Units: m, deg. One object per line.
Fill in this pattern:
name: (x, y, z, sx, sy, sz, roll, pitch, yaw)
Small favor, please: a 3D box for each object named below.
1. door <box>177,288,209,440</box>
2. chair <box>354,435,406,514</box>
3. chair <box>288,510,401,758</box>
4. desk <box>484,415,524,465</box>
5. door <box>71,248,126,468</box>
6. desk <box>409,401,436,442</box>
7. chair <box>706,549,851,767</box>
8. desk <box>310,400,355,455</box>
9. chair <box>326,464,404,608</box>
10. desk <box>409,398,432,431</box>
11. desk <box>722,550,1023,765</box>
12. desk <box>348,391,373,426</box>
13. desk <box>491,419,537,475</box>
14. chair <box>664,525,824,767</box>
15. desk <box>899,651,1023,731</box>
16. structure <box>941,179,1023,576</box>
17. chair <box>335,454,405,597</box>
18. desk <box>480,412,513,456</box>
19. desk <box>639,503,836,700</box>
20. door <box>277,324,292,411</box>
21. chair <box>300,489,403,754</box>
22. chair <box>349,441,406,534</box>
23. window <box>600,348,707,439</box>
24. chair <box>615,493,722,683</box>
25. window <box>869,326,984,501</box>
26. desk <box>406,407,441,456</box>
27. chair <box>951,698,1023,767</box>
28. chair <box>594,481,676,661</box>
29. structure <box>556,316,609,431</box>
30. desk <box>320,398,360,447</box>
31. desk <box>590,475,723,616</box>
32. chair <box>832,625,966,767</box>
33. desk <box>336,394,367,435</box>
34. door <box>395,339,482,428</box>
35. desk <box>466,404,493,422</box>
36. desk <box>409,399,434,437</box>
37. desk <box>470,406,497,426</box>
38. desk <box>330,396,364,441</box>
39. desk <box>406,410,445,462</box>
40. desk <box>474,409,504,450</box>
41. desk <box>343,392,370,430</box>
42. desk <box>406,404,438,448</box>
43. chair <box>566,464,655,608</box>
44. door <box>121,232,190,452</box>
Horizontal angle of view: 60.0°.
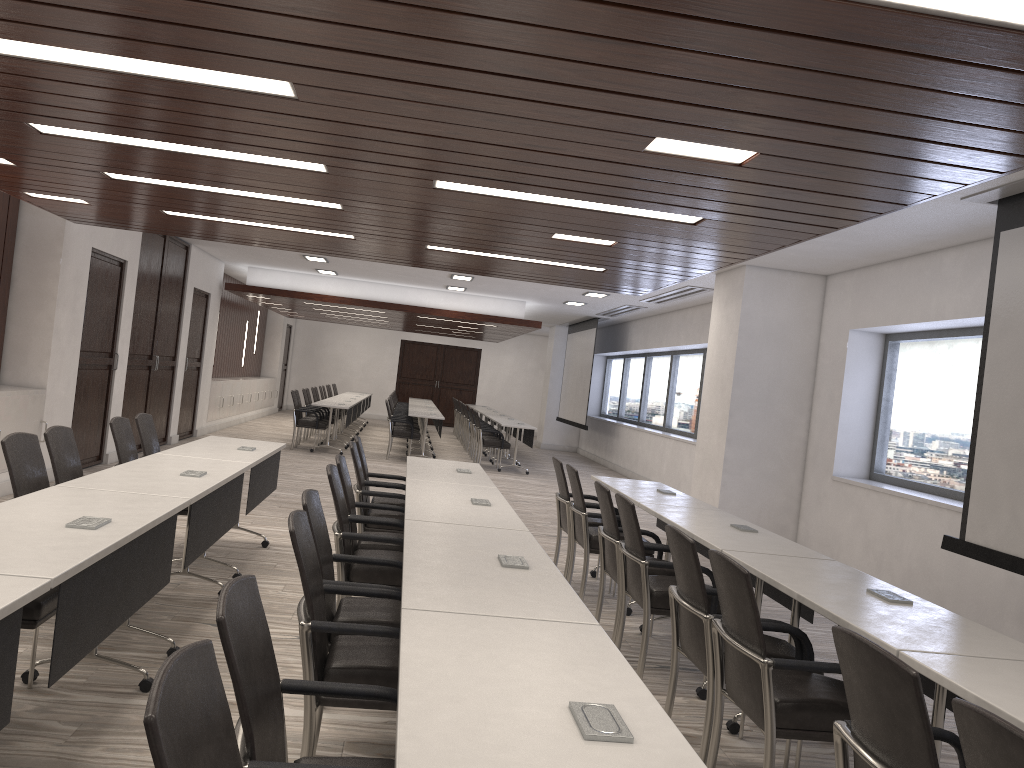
door: (-5.019, -0.312, 13.809, 0.200, 2.323, 1.163, 7, 0, -7)
chair: (-0.895, 0.880, 6.544, 0.638, 0.939, 0.513, 7, 0, -7)
chair: (-0.480, 0.930, 2.998, 0.638, 0.939, 0.513, 7, 0, -8)
desk: (-0.183, 1.031, 16.532, 0.577, 0.795, 1.509, 7, 0, -7)
door: (-4.531, -0.254, 9.567, 0.200, 2.323, 1.163, 7, 0, -7)
desk: (-2.007, 0.820, 19.376, 0.577, 0.795, 1.509, 7, 0, -7)
chair: (0.996, 1.100, 3.169, 0.638, 0.939, 0.513, 7, 0, -7)
desk: (-2.986, 0.709, 14.672, 0.577, 0.795, 1.509, 7, 0, -7)
chair: (-0.671, 0.907, 4.503, 0.638, 0.939, 0.513, 7, 0, -7)
desk: (-2.355, 0.778, 22.404, 0.577, 0.795, 1.509, 7, 0, -7)
desk: (1.319, 1.209, 3.469, 0.577, 0.795, 1.509, 7, 0, -7)
desk: (-3.854, 0.606, 22.229, 0.577, 0.795, 1.509, 7, 0, -7)
desk: (-0.009, 1.051, 15.019, 0.577, 0.795, 1.509, 7, 0, -7)
chair: (0.923, 1.091, 3.689, 0.638, 0.939, 0.513, 7, 0, -6)
desk: (1.493, 1.230, 1.956, 0.577, 0.795, 1.509, 7, 0, -7)
structure: (3.109, -0.075, 3.931, 0.438, 2.329, 3.550, 7, 0, -7)
chair: (-0.729, 0.900, 5.023, 0.638, 0.939, 0.513, 7, 0, -7)
desk: (-0.356, 1.010, 18.035, 0.577, 0.795, 1.509, 7, 0, -7)
desk: (1.145, 1.188, 4.984, 0.577, 0.795, 1.509, 7, 0, -7)
door: (-6.170, -0.449, 23.824, 0.200, 2.323, 1.163, 7, 0, -7)
chair: (-0.559, 0.920, 3.523, 0.638, 0.939, 0.513, 7, 0, -6)
chair: (-0.837, 0.887, 6.020, 0.638, 0.939, 0.513, 7, 0, -7)
window: (2.801, 0.133, 15.596, 0.118, 1.419, 10.452, 7, 0, -7)
chair: (0.823, 1.079, 4.685, 0.638, 0.939, 0.513, 7, 0, -6)
window: (4.001, 0.275, 5.152, 0.118, 1.419, 6.968, 7, 0, -7)
desk: (-1.660, 0.861, 16.360, 0.577, 0.795, 1.509, 7, 0, -7)
chair: (1.157, 1.119, 1.656, 0.638, 0.939, 0.513, 7, 0, -6)
chair: (0.758, 1.071, 5.204, 0.638, 0.939, 0.513, 7, 0, -6)
structure: (1.382, -0.280, 18.955, 0.438, 2.329, 3.550, 7, 0, -7)
desk: (-3.159, 0.688, 16.185, 0.577, 0.795, 1.509, 7, 0, -7)
desk: (0.971, 1.168, 6.497, 0.577, 0.795, 1.509, 7, 0, -7)
chair: (1.101, 1.112, 2.178, 0.638, 0.939, 0.513, 7, 0, -8)
desk: (-3.506, 0.647, 19.201, 0.577, 0.795, 1.509, 7, 0, -7)
door: (-2.147, 0.014, 25.458, 2.329, 2.323, 0.200, 7, 0, -7)
desk: (-0.878, 0.948, 22.576, 0.577, 0.795, 1.509, 7, 0, -7)
desk: (-2.181, 0.799, 20.891, 0.577, 0.795, 1.509, 7, 0, -7)
desk: (-0.704, 0.969, 21.064, 0.577, 0.795, 1.509, 7, 0, -7)
desk: (-3.332, 0.668, 17.688, 0.577, 0.795, 1.509, 7, 0, -7)
desk: (-1.486, 0.881, 14.847, 0.577, 0.795, 1.509, 7, 0, -7)
desk: (-0.530, 0.990, 19.548, 0.577, 0.795, 1.509, 7, 0, -7)
desk: (-3.680, 0.626, 20.717, 0.577, 0.795, 1.509, 7, 0, -7)
desk: (-1.833, 0.840, 17.863, 0.577, 0.795, 1.509, 7, 0, -7)
chair: (0.649, 1.058, 6.194, 0.638, 0.939, 0.513, 7, 0, -6)
door: (-4.743, -0.564, 11.690, 0.200, 2.889, 2.327, 7, 0, -7)
